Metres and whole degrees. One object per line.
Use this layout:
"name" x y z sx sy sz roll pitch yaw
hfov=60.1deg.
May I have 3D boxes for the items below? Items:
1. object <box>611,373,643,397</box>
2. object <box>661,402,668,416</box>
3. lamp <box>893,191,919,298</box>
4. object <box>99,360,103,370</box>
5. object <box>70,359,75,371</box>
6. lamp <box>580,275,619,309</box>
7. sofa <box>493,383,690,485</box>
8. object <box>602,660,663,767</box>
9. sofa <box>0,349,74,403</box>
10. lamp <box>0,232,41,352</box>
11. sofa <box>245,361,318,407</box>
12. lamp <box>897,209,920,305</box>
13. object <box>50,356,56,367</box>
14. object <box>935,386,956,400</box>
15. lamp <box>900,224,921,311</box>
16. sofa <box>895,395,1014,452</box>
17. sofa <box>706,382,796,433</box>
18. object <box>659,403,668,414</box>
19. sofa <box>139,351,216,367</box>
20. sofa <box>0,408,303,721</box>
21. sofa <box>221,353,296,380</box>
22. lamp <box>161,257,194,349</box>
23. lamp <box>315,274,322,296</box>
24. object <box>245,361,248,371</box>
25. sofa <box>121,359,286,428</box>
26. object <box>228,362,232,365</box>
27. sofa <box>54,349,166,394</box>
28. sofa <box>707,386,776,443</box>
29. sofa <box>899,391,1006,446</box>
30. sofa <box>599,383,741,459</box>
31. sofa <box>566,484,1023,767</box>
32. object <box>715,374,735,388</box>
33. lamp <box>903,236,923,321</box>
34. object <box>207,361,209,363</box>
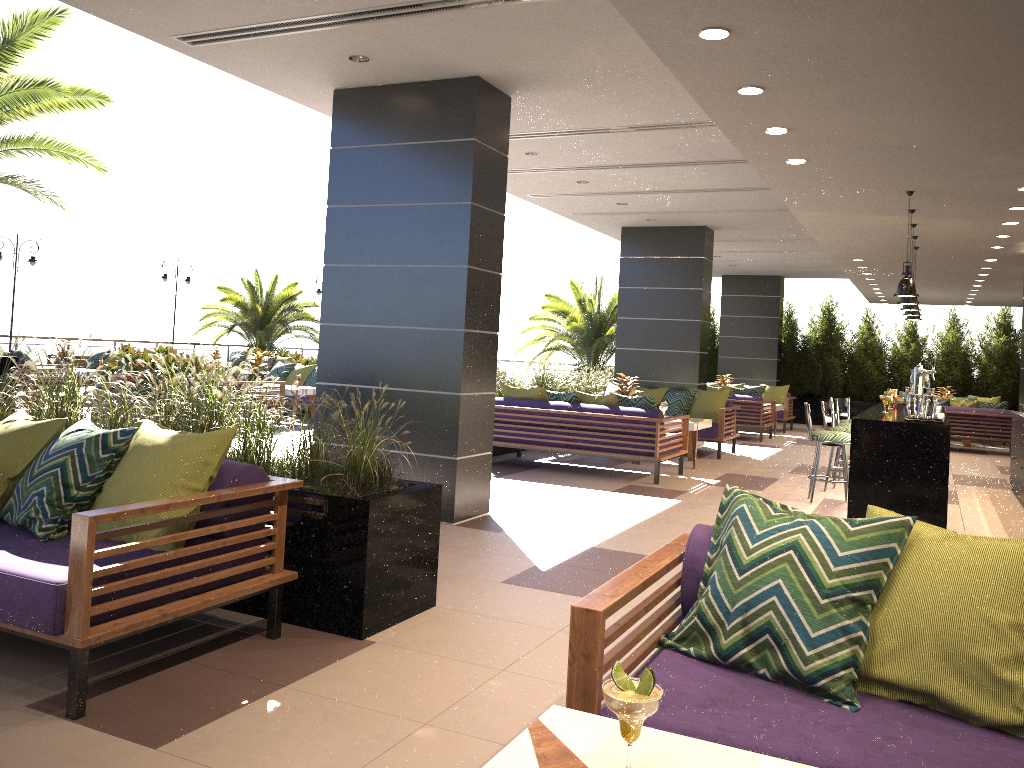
"object" 1.441 0.130 11.283 0.430 0.527 0.424 3 0 38
"object" 1.957 0.322 11.391 0.066 0.190 0.084 4 -1 -40
"lamp" 3.241 -1.144 7.236 0.162 0.865 0.163 4 -1 -22
"object" -7.363 -0.338 15.854 0.066 0.190 0.084 4 -1 -35
"object" -7.565 -0.329 15.213 0.082 0.198 0.069 3 -1 -23
"lamp" 2.158 -1.080 22.247 1.123 3.332 0.263 3 -2 25
"sofa" 0.810 0.502 9.969 2.128 0.921 1.117 4 1 25
"object" 0.205 0.582 1.529 0.105 0.197 0.106 4 -1 -37
"sofa" -8.517 -0.171 14.767 2.128 0.921 1.117 4 1 25
"lamp" -10.931 -1.675 19.384 0.264 3.332 1.119 2 -1 25
"sofa" -3.482 0.092 14.932 2.128 0.921 1.117 4 1 25
"lamp" 3.619 -1.153 8.037 0.162 0.865 0.163 4 -1 -22
"object" -8.480 -0.420 16.356 0.105 0.197 0.106 3 -1 -32
"object" 8.089 0.296 16.505 0.431 0.527 0.424 3 0 43
"lamp" 3.986 -1.161 8.812 0.162 0.865 0.163 4 -1 -22
"sofa" 7.564 0.667 15.353 2.128 0.921 1.117 4 1 25
"sofa" 4.549 0.415 17.870 2.128 0.921 1.117 4 1 25
"object" 1.849 0.333 10.818 0.105 0.197 0.106 4 -1 -37
"sofa" -6.907 -0.210 18.227 2.128 0.921 1.117 4 1 25
"sofa" -2.115 0.570 3.787 2.128 0.921 1.117 4 1 25
"sofa" -5.907 -0.233 20.309 2.128 0.921 1.117 4 1 25
"lamp" -8.971 -1.721 23.525 0.264 3.332 1.119 2 -1 25
"lamp" -5.372 -1.612 25.826 1.123 3.332 0.263 3 -2 25
"object" -5.800 -0.392 19.337 0.069 0.211 0.068 3 -1 13
"sofa" -4.481 0.114 12.849 2.128 0.921 1.117 4 1 25
"object" -5.963 -0.368 18.730 0.066 0.190 0.084 4 -1 -35
"sofa" -7.524 -0.193 16.853 2.128 0.921 1.117 4 1 25
"sofa" 3.452 0.440 15.552 2.128 0.921 1.117 4 1 25
"sofa" 8.661 0.642 17.672 2.128 0.921 1.117 4 1 25
"sofa" 2.070 0.472 12.631 2.128 0.921 1.117 4 1 25
"sofa" 1.314 0.812 2.157 2.128 0.921 1.117 4 1 25
"object" 4.023 0.070 16.747 0.431 0.527 0.424 3 0 43
"lamp" 4.542 -1.174 9.987 0.192 0.865 1.079 2 0 25
"object" -6.818 -0.456 19.794 0.105 0.197 0.106 3 -1 -32
